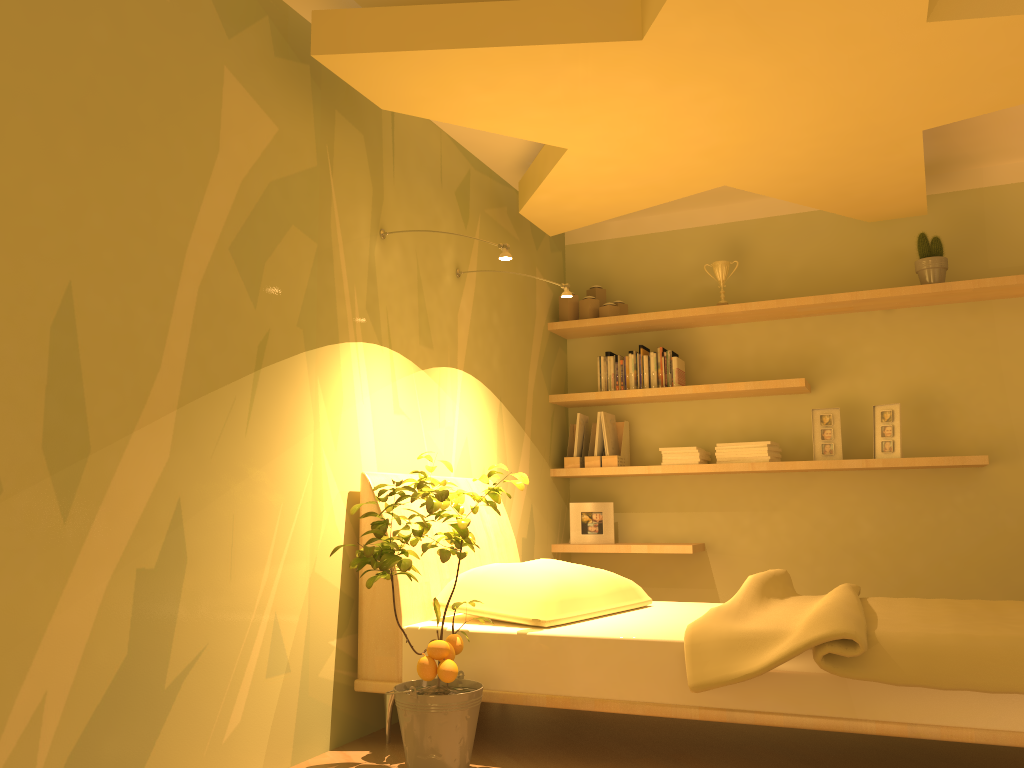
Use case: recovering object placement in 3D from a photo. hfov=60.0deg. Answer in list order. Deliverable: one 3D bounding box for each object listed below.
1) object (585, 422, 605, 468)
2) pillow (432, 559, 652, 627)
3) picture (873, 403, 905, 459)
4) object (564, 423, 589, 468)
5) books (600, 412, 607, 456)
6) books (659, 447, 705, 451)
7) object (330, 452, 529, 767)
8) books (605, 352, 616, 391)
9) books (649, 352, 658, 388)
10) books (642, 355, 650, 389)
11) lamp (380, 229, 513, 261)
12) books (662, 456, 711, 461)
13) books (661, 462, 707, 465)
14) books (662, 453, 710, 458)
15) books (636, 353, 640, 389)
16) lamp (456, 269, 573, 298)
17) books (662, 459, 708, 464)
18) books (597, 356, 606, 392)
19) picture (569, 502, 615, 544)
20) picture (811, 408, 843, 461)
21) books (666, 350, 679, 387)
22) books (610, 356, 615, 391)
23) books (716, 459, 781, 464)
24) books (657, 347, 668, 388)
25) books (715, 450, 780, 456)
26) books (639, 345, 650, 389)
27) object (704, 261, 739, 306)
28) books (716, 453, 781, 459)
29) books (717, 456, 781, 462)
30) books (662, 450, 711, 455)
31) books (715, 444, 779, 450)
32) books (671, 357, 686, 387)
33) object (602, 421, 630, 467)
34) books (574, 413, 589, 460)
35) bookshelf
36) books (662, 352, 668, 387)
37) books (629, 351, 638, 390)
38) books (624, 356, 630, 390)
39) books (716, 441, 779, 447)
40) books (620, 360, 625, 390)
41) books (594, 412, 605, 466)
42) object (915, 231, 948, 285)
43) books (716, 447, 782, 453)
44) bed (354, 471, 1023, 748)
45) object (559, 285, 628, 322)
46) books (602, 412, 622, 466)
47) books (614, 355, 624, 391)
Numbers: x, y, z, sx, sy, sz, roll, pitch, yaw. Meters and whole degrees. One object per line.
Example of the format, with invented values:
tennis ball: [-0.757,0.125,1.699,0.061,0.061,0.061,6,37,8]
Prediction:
object: [0.472,0.331,4.821,0.087,0.259,0.236,-4,-9,23]
pillow: [0.132,0.756,3.235,0.482,0.213,0.801,-6,-10,33]
picture: [1.828,0.232,4.246,0.171,0.264,0.134,6,-11,-39]
object: [0.356,0.339,4.871,0.087,0.259,0.236,-3,-9,18]
books: [0.532,0.306,4.793,0.036,0.296,0.210,-4,-9,24]
books: [0.891,0.346,4.630,0.190,0.015,0.270,-4,-9,21]
object: [-0.223,0.645,2.512,0.372,0.944,0.828,-3,-9,17]
books: [0.546,-0.054,4.853,0.032,0.229,0.138,-4,-9,24]
books: [0.772,-0.059,4.743,0.040,0.203,0.157,-4,-9,24]
books: [0.736,-0.049,4.748,0.032,0.184,0.173,-4,-9,24]
lamp: [-0.244,-0.513,3.229,0.533,0.178,0.050,-4,-9,24]
books: [0.913,0.391,4.627,0.190,0.015,0.270,-4,-9,24]
books: [0.905,0.421,4.623,0.190,0.015,0.270,-4,-9,23]
books: [0.910,0.376,4.625,0.190,0.015,0.270,-4,-9,23]
books: [0.698,-0.054,4.776,0.017,0.203,0.155,-4,-9,24]
lamp: [0.006,-0.435,3.789,0.533,0.178,0.050,-4,-9,24]
books: [0.905,0.406,4.625,0.190,0.015,0.270,-4,-9,20]
books: [0.510,-0.040,4.857,0.040,0.203,0.157,-4,-9,24]
picture: [0.429,0.749,4.772,0.247,0.219,0.131,-1,-8,1]
picture: [1.568,0.257,4.405,0.134,0.264,0.171,-4,-9,23]
books: [0.854,-0.065,4.707,0.032,0.203,0.157,-4,-9,24]
books: [0.567,-0.042,4.832,0.022,0.198,0.157,-4,-9,24]
books: [1.200,0.399,4.491,0.270,0.015,0.190,-6,-10,34]
books: [0.809,-0.073,4.739,0.032,0.229,0.138,-4,-9,24]
books: [1.193,0.354,4.493,0.270,0.015,0.190,-6,-10,34]
books: [0.715,-0.077,4.771,0.021,0.247,0.157,-4,-9,24]
object: [1.108,-0.511,4.673,0.160,0.268,0.095,0,-8,-6]
books: [1.197,0.368,4.486,0.270,0.015,0.190,-6,-10,35]
books: [1.200,0.384,4.493,0.270,0.015,0.190,-6,-10,31]
books: [0.912,0.362,4.634,0.190,0.015,0.270,-5,-9,25]
books: [1.197,0.326,4.515,0.270,0.015,0.190,-6,-10,34]
books: [0.879,-0.049,4.682,0.032,0.163,0.178,-4,-9,24]
object: [0.560,0.324,4.783,0.087,0.259,0.236,-4,-9,24]
books: [0.377,0.318,4.865,0.048,0.297,0.214,-3,-9,18]
bookshelf: [1.455,0.209,4.404,2.605,1.240,0.300,-4,-9,24]
books: [0.830,-0.061,4.717,0.022,0.198,0.157,-4,-9,24]
books: [0.670,-0.059,4.783,0.038,0.217,0.166,-4,-9,24]
books: [0.643,-0.044,4.804,0.032,0.193,0.146,-4,-9,24]
books: [1.199,0.310,4.504,0.270,0.015,0.190,-5,-9,29]
books: [0.616,-0.033,4.808,0.021,0.172,0.157,-4,-9,24]
books: [0.492,0.309,4.813,0.048,0.297,0.214,-4,-9,23]
object: [2.002,-0.597,4.239,0.145,0.294,0.145,-1,-8,5]
books: [1.199,0.338,4.491,0.270,0.015,0.190,-7,-10,36]
bed: [0.765,0.723,2.946,2.378,0.894,1.286,-4,-9,23]
object: [0.453,-0.446,4.932,0.349,0.229,0.234,-4,-9,25]
books: [0.541,0.306,4.794,0.043,0.296,0.210,-4,-9,24]
books: [0.592,-0.046,4.821,0.032,0.203,0.157,-4,-9,24]
